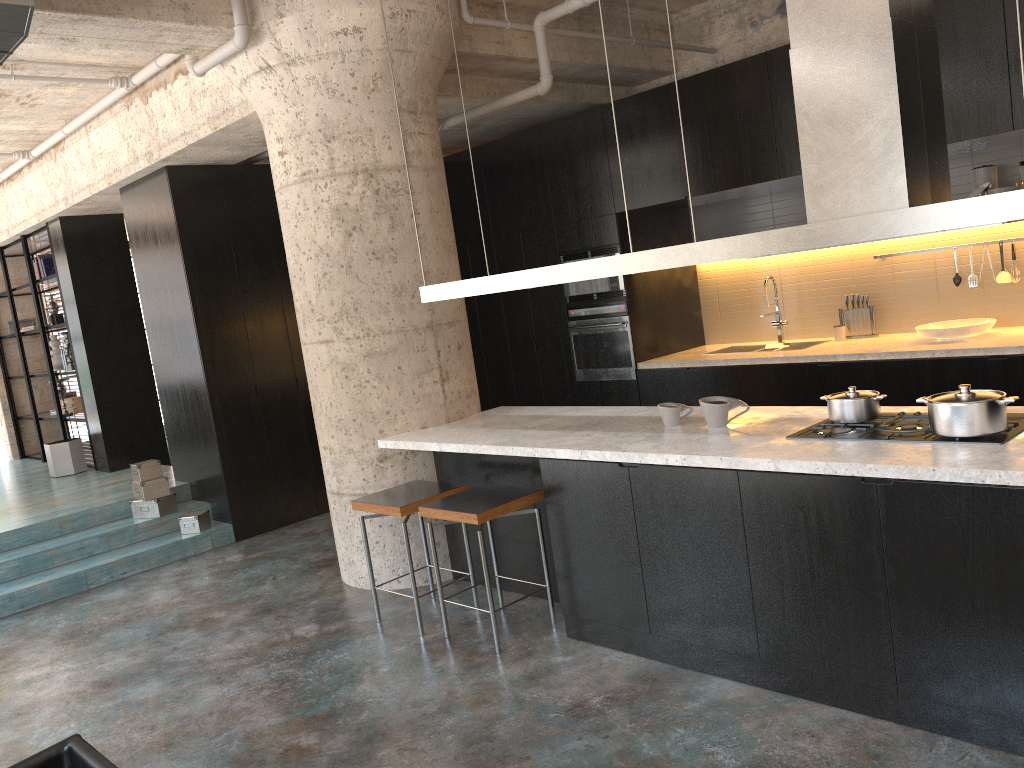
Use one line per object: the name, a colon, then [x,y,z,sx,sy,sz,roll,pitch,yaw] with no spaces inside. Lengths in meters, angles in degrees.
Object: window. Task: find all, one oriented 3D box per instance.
window: [-6.778,-0.837,14.928,1.780,2.530,0.081,-14,9,-42]

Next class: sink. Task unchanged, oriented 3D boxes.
sink: [2.004,-0.222,7.004,0.458,0.134,0.890,-14,9,-42]

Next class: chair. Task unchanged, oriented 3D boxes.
chair: [-0.513,0.934,4.858,0.450,0.698,0.450,-14,9,-42]
chair: [-0.107,0.915,4.495,0.450,0.698,0.450,-14,9,-42]
chair: [-1.029,1.314,1.966,0.754,0.738,0.707,-14,9,-42]

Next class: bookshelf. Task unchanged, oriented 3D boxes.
bookshelf: [-5.230,-0.391,10.297,0.628,2.571,2.900,-14,9,-42]

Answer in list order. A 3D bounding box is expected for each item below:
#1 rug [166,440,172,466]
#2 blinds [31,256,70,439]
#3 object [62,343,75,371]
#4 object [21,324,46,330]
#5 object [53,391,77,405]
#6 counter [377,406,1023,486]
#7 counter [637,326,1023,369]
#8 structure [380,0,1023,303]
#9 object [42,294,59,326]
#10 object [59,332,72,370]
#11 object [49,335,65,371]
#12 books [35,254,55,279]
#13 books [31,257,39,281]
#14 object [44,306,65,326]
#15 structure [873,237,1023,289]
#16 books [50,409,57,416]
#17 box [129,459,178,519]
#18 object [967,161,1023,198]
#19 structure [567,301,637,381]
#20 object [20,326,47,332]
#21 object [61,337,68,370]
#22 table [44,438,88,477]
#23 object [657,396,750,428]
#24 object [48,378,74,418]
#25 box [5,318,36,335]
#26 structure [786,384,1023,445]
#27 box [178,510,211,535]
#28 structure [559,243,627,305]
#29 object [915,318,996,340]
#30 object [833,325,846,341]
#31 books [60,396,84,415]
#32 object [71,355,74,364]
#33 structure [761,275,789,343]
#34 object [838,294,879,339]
rug: [-4.047,0.895,11.290,0.541,0.377,1.759,-14,9,-42]
blinds: [-4.951,-0.267,10.561,0.136,3.160,2.915,-14,9,-42]
object: [-4.873,-0.296,9.766,0.099,0.301,0.099,-3,8,41]
object: [-5.703,-0.681,10.577,0.227,0.024,0.166,-5,7,26]
object: [-5.512,0.221,10.964,0.284,0.231,0.335,-14,9,-42]
counter: [0.770,0.228,4.238,1.000,0.046,3.500,-14,9,-42]
counter: [2.878,-0.229,5.996,1.000,0.142,4.360,-14,9,-42]
structure: [0.598,-1.557,3.923,0.538,2.100,3.117,-14,9,-42]
object: [-5.430,-0.865,10.509,0.178,0.394,0.180,-3,8,41]
object: [-5.148,-0.392,10.341,0.191,0.447,0.192,-8,6,5]
object: [-5.556,-0.381,10.828,0.265,0.432,0.265,-8,6,1]
books: [-5.190,-1.312,9.954,0.221,0.298,0.258,-14,9,-42]
books: [-5.356,-1.304,10.137,0.216,0.290,0.231,-14,9,-42]
object: [-5.015,-0.750,9.787,0.200,0.200,0.409,-12,7,-32]
structure: [3.131,-0.818,6.237,0.074,0.315,1.171,-14,9,-42]
books: [-5.347,0.321,10.602,0.319,0.068,0.231,-3,8,39]
box: [-2.938,0.849,7.214,0.331,0.441,0.280,-4,8,36]
object: [3.201,-1.327,5.758,0.462,0.240,0.334,-2,9,44]
structure: [0.930,-0.395,7.628,0.649,0.651,0.664,-14,9,-42]
object: [-5.709,-0.651,10.579,0.243,0.034,0.179,-5,7,25]
object: [-5.350,-0.367,10.605,0.062,0.395,0.121,-14,8,-40]
table: [-4.656,0.764,9.254,0.365,0.340,0.316,-10,6,-13]
object: [0.888,0.128,4.162,0.188,0.133,0.437,-14,8,-42]
object: [-5.099,0.161,10.067,0.218,0.433,0.218,-3,8,39]
box: [-5.988,-0.702,10.832,0.306,0.157,0.312,-12,7,-32]
structure: [1.566,0.078,3.479,0.506,0.187,0.833,-14,9,-42]
box: [-2.544,1.109,7.117,0.172,0.140,0.187,-7,6,10]
structure: [0.881,-0.960,7.597,0.612,0.450,0.659,-14,9,-42]
object: [2.979,-0.359,5.957,0.490,0.093,0.490,-2,9,44]
object: [2.493,-0.389,6.746,0.092,0.117,0.092,-9,6,-4]
books: [-5.118,0.253,10.363,0.257,0.188,0.306,-7,6,12]
object: [-4.982,-0.292,10.225,0.189,0.230,0.190,-8,6,3]
structure: [2.069,-0.587,7.065,0.269,0.559,0.125,-14,9,-42]
object: [2.618,-0.516,6.730,0.291,0.336,0.060,-3,8,41]
